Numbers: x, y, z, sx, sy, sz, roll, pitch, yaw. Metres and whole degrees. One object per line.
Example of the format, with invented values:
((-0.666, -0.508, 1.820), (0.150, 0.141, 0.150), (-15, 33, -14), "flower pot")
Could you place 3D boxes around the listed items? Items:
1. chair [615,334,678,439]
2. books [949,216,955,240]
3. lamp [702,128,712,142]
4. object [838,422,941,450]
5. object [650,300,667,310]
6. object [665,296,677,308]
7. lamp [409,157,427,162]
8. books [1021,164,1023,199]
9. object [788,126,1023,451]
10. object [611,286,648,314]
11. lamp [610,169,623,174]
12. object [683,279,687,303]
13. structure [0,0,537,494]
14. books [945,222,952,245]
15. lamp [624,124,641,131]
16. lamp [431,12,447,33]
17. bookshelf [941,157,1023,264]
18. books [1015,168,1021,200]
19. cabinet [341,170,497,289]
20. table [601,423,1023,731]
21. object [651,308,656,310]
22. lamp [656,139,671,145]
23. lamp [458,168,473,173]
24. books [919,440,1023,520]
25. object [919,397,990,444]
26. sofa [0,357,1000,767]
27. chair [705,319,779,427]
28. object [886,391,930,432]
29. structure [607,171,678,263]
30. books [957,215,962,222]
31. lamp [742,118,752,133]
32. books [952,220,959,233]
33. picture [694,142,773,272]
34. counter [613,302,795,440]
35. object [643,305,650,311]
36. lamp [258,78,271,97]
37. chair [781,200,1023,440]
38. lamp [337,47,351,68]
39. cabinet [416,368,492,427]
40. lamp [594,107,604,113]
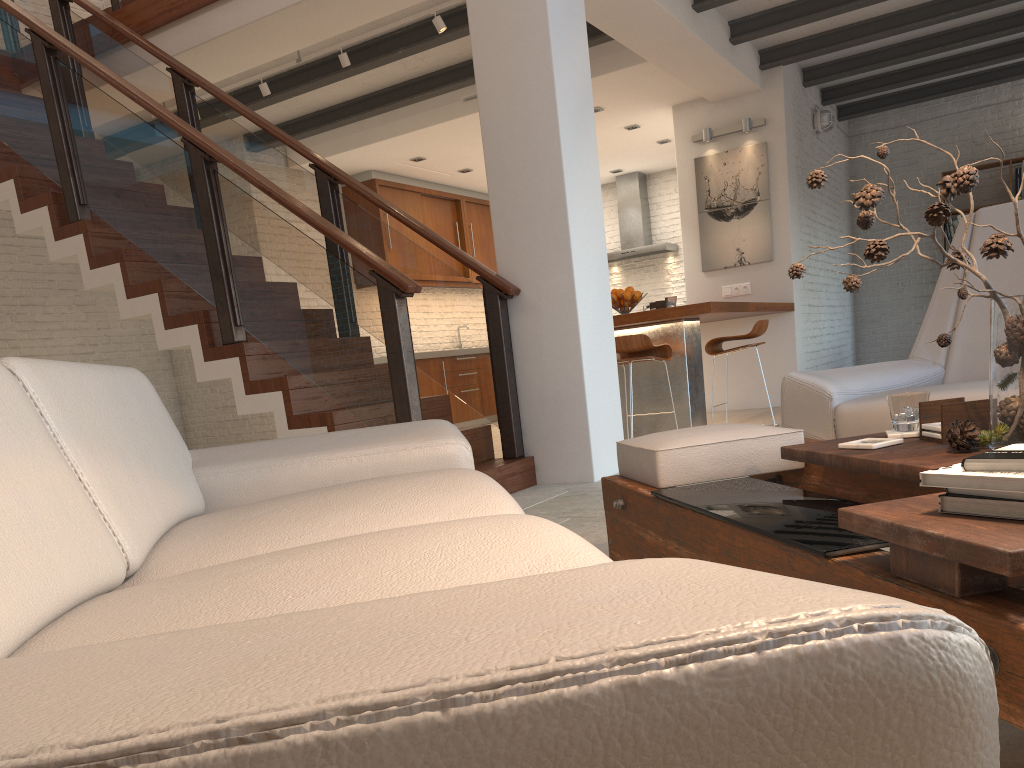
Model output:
((0.902, 0.043, 6.220), (0.406, 0.794, 0.410), (-1, 10, 30), "chair")
((4.969, -1.685, 9.818), (0.091, 0.394, 0.237), (0, 10, 30), "books")
((1.755, -2.238, 7.841), (0.078, 0.107, 0.079), (-11, 9, -31), "lamp")
((0.849, 0.109, 1.926), (0.271, 0.035, 0.243), (-7, 1, 3), "object")
((1.099, -0.577, 6.527), (0.093, 0.084, 0.113), (-8, 5, -15), "object")
((1.168, -0.596, 6.398), (0.091, 0.087, 0.089), (-1, 8, 45), "object")
((-0.953, -2.290, 8.815), (0.124, 0.056, 0.120), (-5, 3, 30), "lamp")
((5.503, -2.163, 9.395), (0.021, 0.368, 0.264), (0, 10, 30), "books")
((0.778, -0.167, 1.571), (0.542, 0.622, 0.308), (-7, 9, 2), "object")
((0.857, -0.622, 6.658), (0.365, 0.227, 0.356), (-7, 4, -4), "object")
((1.259, -2.587, 10.533), (0.124, 0.056, 0.120), (-5, 3, 30), "lamp")
((2.440, -1.164, 10.840), (0.672, 0.399, 0.136), (-5, 10, 30), "object")
((-0.176, -1.539, 5.124), (10.197, 4.235, 13.519), (-5, 2, 31), "structure")
((4.933, -1.680, 9.830), (0.091, 0.394, 0.237), (0, 10, 30), "books")
((1.182, -2.541, 8.567), (0.124, 0.056, 0.120), (-5, 3, 30), "lamp")
((-0.455, -2.255, 5.447), (0.087, 0.132, 0.058), (-8, 10, -9), "lamp")
((5.492, -1.294, 9.595), (1.320, 2.257, 0.354), (-2, 12, 30), "bookshelf")
((5.472, -2.145, 9.418), (0.055, 0.338, 0.247), (0, 10, 30), "books")
((-0.734, -1.743, 10.649), (0.462, 1.189, 3.261), (-1, 5, 31), "cabinet")
((1.235, 0.263, 1.603), (1.963, 0.439, 2.169), (-7, 1, -9), "table")
((1.193, -0.562, 6.431), (0.397, 0.035, 0.193), (-6, 2, 34), "object")
((1.621, -2.607, 9.315), (0.124, 0.056, 0.120), (-5, 3, 30), "lamp")
((-0.513, -2.357, 9.563), (0.124, 0.056, 0.120), (-5, 3, 30), "lamp")
((0.781, 0.111, 1.148), (0.396, 0.076, 0.248), (-8, 2, -27), "books")
((0.932, 0.076, 1.842), (0.094, 0.084, 0.112), (-7, 5, 2), "object")
((-0.505, 0.307, 1.434), (1.139, 0.772, 2.292), (-7, 2, -10), "sofa")
((1.691, -0.054, 6.364), (0.423, 0.794, 0.392), (-1, 10, 30), "chair")
((0.900, 0.064, 1.980), (0.091, 0.087, 0.089), (-8, 6, -10), "object")
((1.503, -2.105, 10.923), (0.989, 1.017, 0.444), (-3, 10, 30), "structure")
((5.055, -1.692, 9.753), (0.121, 0.391, 0.237), (-1, 10, 30), "books")
((2.062, -2.272, 7.661), (0.078, 0.107, 0.079), (-11, 9, -31), "lamp")
((5.025, -1.665, 9.813), (0.102, 0.342, 0.247), (0, 10, 30), "books")
((2.013, -1.591, 7.930), (0.657, 1.041, 0.019), (-2, 12, 30), "picture")
((1.260, -0.098, 7.343), (1.693, 0.941, 2.436), (-5, 3, 31), "counter")
((1.773, -0.863, 10.907), (0.257, 0.282, 0.261), (-12, 8, -38), "object")
((-1.767, -2.113, 6.226), (0.061, 0.132, 0.083), (-1, 10, 32), "lamp")
((1.533, -0.084, 2.780), (0.951, 1.041, 1.025), (-13, 9, -43), "chair")
((-1.125, -2.183, 5.848), (0.061, 0.132, 0.083), (-1, 10, 32), "lamp")
((0.626, -1.053, 10.487), (4.772, 2.906, 2.216), (-7, 7, -5), "cabinet")
((0.741, -2.474, 7.818), (0.124, 0.056, 0.120), (-5, 3, 30), "lamp")
